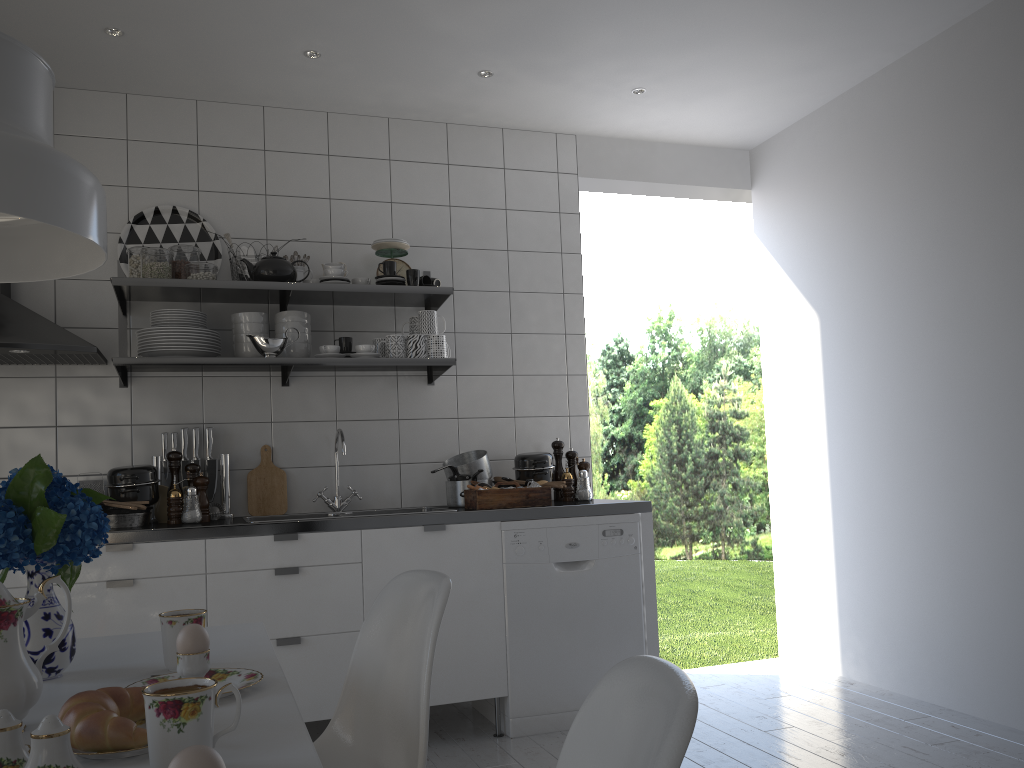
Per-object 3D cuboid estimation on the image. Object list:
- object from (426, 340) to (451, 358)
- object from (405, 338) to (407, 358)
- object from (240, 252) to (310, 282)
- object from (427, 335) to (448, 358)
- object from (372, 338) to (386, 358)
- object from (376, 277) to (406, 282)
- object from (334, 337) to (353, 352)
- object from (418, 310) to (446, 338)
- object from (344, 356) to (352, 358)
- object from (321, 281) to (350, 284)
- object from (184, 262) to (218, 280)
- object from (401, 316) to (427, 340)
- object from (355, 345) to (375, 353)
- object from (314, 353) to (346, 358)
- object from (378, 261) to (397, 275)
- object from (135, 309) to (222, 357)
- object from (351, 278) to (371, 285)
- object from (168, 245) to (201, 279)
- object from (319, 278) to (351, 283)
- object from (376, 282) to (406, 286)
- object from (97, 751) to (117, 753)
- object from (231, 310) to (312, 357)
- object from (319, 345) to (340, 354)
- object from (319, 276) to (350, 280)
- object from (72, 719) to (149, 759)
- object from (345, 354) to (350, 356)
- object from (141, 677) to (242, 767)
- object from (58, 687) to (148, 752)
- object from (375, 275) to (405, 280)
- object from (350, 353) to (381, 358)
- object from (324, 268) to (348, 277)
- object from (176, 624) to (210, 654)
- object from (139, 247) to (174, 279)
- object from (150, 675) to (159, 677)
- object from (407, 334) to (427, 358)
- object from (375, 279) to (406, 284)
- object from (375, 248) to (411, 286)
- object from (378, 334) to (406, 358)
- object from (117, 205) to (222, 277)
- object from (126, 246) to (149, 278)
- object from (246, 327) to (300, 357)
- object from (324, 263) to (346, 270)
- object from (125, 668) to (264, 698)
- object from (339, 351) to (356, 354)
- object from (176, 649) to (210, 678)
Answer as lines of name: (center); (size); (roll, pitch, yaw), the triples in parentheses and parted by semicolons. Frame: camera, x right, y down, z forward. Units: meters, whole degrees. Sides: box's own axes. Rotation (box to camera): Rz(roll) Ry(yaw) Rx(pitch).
object: (-0.319, -0.132, 3.699); (0.108, 0.100, 0.083); (1, -5, -33)
object: (-0.419, -0.133, 3.645); (0.109, 0.100, 0.083); (-6, -6, 40)
object: (-0.918, -0.441, 3.439); (0.200, 0.142, 0.178); (-4, -5, 22)
object: (-0.294, -0.144, 3.591); (0.108, 0.100, 0.083); (0, -5, -30)
object: (-0.516, -0.134, 3.605); (0.108, 0.100, 0.083); (-4, -5, 15)
object: (-0.486, -0.406, 3.553); (0.121, 0.023, 0.121); (-4, -6, 12)
object: (-0.683, -0.150, 3.615); (0.070, 0.078, 0.055); (-5, -5, 31)
object: (-0.329, -0.243, 3.583); (0.108, 0.100, 0.083); (-4, -5, 15)
object: (-0.673, -0.097, 3.608); (0.121, 0.021, 0.121); (-4, -6, 15)
object: (-0.697, -0.384, 3.493); (0.121, 0.021, 0.121); (-1, -6, -15)
object: (-1.170, -0.409, 3.340); (0.121, 0.079, 0.122); (1, -6, -33)
object: (-0.400, -0.228, 3.714); (0.109, 0.100, 0.083); (-6, -6, 40)
object: (-0.576, -0.126, 3.476); (0.079, 0.047, 0.083); (-2, -5, -7)
object: (-0.709, -0.101, 3.456); (0.121, 0.021, 0.121); (0, -6, -22)
object: (-0.497, -0.450, 3.554); (0.070, 0.078, 0.055); (-3, -4, 1)
object: (-1.267, -0.173, 3.371); (0.306, 0.194, 0.302); (-1, -5, -15)
object: (-0.610, -0.399, 3.589); (0.079, 0.047, 0.083); (-2, -5, -7)
object: (-1.264, -0.442, 3.428); (0.121, 0.170, 0.121); (-2, -4, 0)
object: (-0.697, -0.394, 3.494); (0.121, 0.021, 0.121); (-1, -6, -15)
object: (-0.486, -0.387, 3.552); (0.121, 0.021, 0.121); (3, -8, -41)
object: (-0.433, 0.419, 1.068); (0.109, 0.036, 0.070); (-1, -5, -11)
object: (-0.962, -0.178, 3.552); (0.309, 0.216, 0.150); (0, -5, -22)
object: (-0.709, -0.122, 3.456); (0.079, 0.047, 0.083); (0, -6, -27)
object: (-0.701, -0.404, 3.493); (0.121, 0.024, 0.121); (0, -6, -24)
object: (-0.467, 0.430, 1.072); (0.158, 0.016, 0.158); (-1, -6, -9)
object: (-0.673, -0.106, 3.609); (0.121, 0.023, 0.121); (-7, -8, 42)
object: (-0.352, 0.374, 0.958); (0.091, 0.095, 0.078); (-4, -5, 17)
object: (-0.484, 0.403, 1.081); (0.124, 0.057, 0.161); (-2, -5, -4)
object: (-0.489, -0.415, 3.553); (0.121, 0.023, 0.121); (-5, -6, 21)
object: (-0.575, -0.105, 3.477); (0.121, 0.021, 0.121); (-1, -6, -15)
object: (-0.700, -0.424, 3.494); (0.082, 0.049, 0.079); (-7, -7, 44)
object: (-0.480, 0.392, 1.334); (0.048, 0.063, 0.048); (-1, -4, -15)
object: (-1.323, -0.432, 3.298); (0.121, 0.130, 0.121); (1, -5, -33)
object: (-0.510, 0.470, 1.432); (0.140, 0.011, 0.032); (-1, -6, -16)
object: (-0.372, -0.143, 3.564); (0.108, 0.100, 0.083); (0, -5, -30)
object: (-0.487, -0.397, 3.552); (0.121, 0.021, 0.121); (-1, -6, -15)
object: (-0.505, -0.459, 3.761); (0.159, 0.208, 0.186); (-1, -5, -19)
object: (-0.474, -0.141, 3.545); (0.109, 0.100, 0.083); (-6, -6, 40)
object: (-1.381, -0.533, 3.586); (0.395, 0.392, 0.053); (-1, -4, -19)
object: (-1.424, -0.436, 3.426); (0.121, 0.170, 0.121); (-2, -4, 0)
object: (-0.916, -0.154, 3.401); (0.210, 0.134, 0.102); (1, -6, -37)
object: (-0.701, -0.453, 3.496); (0.083, 0.067, 0.078); (-2, -5, -4)
object: (-0.477, 0.456, 1.330); (0.201, 0.016, 0.201); (-1, -6, -14)
object: (-0.676, -0.115, 3.610); (0.121, 0.023, 0.121); (2, -7, -38)
object: (-0.478, 0.430, 1.331); (0.048, 0.057, 0.048); (-4, -5, 21)
